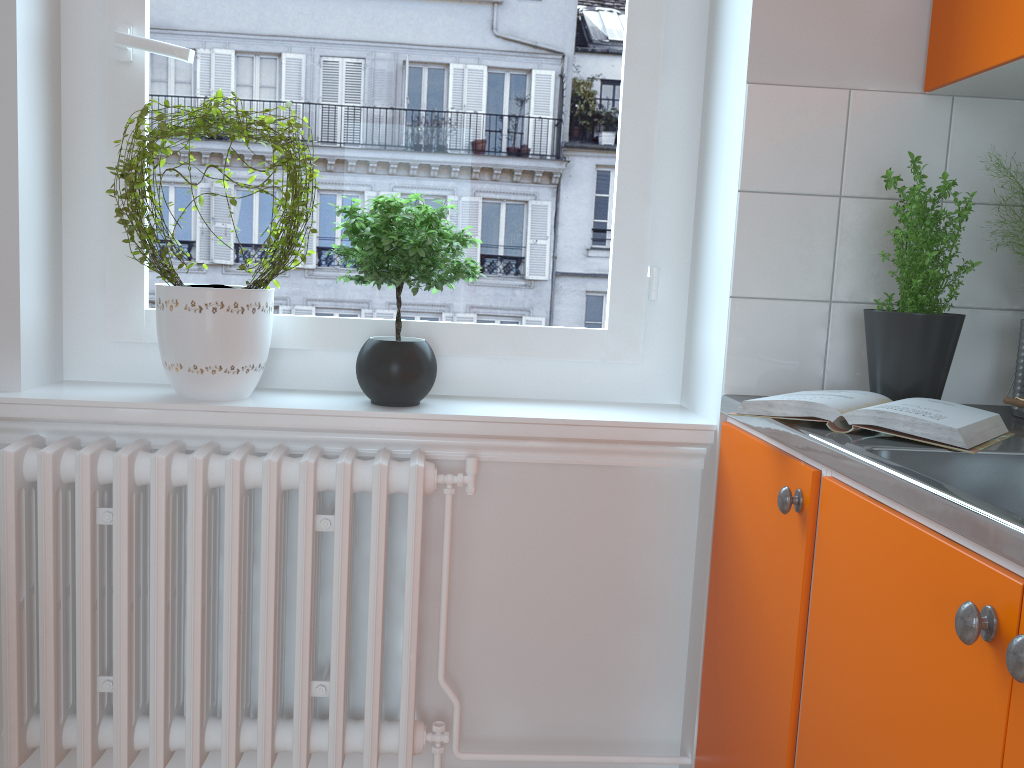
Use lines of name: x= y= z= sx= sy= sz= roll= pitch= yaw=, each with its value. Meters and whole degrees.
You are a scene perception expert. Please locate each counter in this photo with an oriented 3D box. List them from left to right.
counter: x=0.839 y=0.276 z=0.092 sx=0.677 sy=0.132 sz=3.127 roll=2 pitch=7 yaw=-5

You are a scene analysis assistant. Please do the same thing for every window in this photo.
window: x=-0.230 y=-0.935 z=1.718 sx=1.279 sy=1.927 sz=0.111 roll=2 pitch=7 yaw=-3

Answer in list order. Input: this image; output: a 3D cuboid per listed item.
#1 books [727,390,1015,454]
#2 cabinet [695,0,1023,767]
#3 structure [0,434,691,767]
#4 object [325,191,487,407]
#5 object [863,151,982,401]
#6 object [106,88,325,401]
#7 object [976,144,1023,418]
books: x=0.534 y=0.042 z=1.323 sx=0.348 sy=0.040 sz=0.228 roll=9 pitch=9 yaw=41
cabinet: x=0.840 y=-0.077 z=0.049 sx=0.700 sy=2.346 sz=3.128 roll=2 pitch=7 yaw=-5
structure: x=-0.099 y=0.451 z=1.687 sx=1.652 sy=0.660 sz=0.206 roll=2 pitch=7 yaw=-3
object: x=-0.211 y=-0.166 z=1.699 sx=0.268 sy=0.406 sz=0.314 roll=-4 pitch=9 yaw=-44
object: x=0.665 y=-0.163 z=1.453 sx=0.158 sy=0.432 sz=0.190 roll=5 pitch=7 yaw=20
object: x=-0.556 y=-0.261 z=1.663 sx=0.381 sy=0.573 sz=0.219 roll=0 pitch=7 yaw=-23
object: x=0.893 y=-0.189 z=1.401 sx=0.281 sy=0.511 sz=0.328 roll=2 pitch=7 yaw=-9
